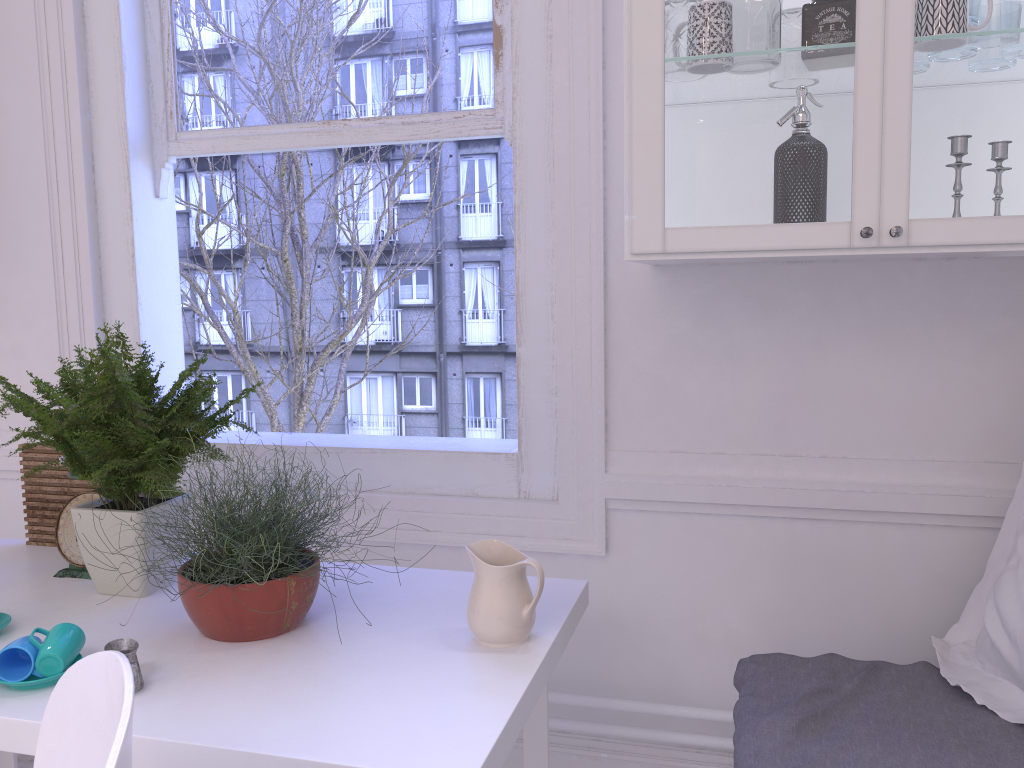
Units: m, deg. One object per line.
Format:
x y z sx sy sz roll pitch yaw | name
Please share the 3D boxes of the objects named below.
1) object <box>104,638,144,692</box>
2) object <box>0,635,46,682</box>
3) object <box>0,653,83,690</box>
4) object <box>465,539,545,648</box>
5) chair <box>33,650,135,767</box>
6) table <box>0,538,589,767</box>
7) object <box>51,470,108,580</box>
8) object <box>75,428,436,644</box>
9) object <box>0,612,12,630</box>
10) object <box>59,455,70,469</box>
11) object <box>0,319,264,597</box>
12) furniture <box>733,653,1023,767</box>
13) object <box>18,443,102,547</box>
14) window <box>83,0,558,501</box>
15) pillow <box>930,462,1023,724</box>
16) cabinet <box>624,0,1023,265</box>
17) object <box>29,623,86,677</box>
-0.561 0.412 1.292 0.066 0.067 0.052 1 6 16 | object
-0.729 0.407 1.334 0.069 0.058 0.080 -2 6 -11 | object
-0.713 0.433 1.336 0.121 0.021 0.121 -5 7 -34 | object
-0.013 0.342 1.455 0.127 0.152 0.115 -1 6 -2 | object
-0.565 0.702 0.771 0.483 0.845 0.604 -4 7 -29 | chair
-0.672 0.723 1.623 1.514 0.619 0.736 1 6 16 | table
-0.861 0.284 1.874 0.159 0.208 0.185 1 6 16 | object
-0.435 0.251 1.530 0.668 0.367 0.531 4 8 40 | object
-0.918 0.401 1.503 0.121 0.055 0.121 -5 7 -34 | object
-0.865 0.157 1.872 0.163 0.047 0.164 -4 7 -25 | object
-0.756 0.139 1.707 0.438 0.527 0.368 1 6 16 | object
0.342 0.926 0.119 0.769 0.508 3.296 1 6 16 | furniture
-0.983 0.257 2.017 0.294 0.237 0.028 1 6 16 | object
-0.470 -0.630 2.219 1.234 1.782 0.181 1 6 16 | window
0.974 0.233 1.391 0.374 0.642 0.677 -3 6 -14 | pillow
0.628 -0.881 1.531 0.823 1.311 0.425 1 6 16 | cabinet
-0.691 0.400 1.335 0.069 0.059 0.082 -2 6 -7 | object
